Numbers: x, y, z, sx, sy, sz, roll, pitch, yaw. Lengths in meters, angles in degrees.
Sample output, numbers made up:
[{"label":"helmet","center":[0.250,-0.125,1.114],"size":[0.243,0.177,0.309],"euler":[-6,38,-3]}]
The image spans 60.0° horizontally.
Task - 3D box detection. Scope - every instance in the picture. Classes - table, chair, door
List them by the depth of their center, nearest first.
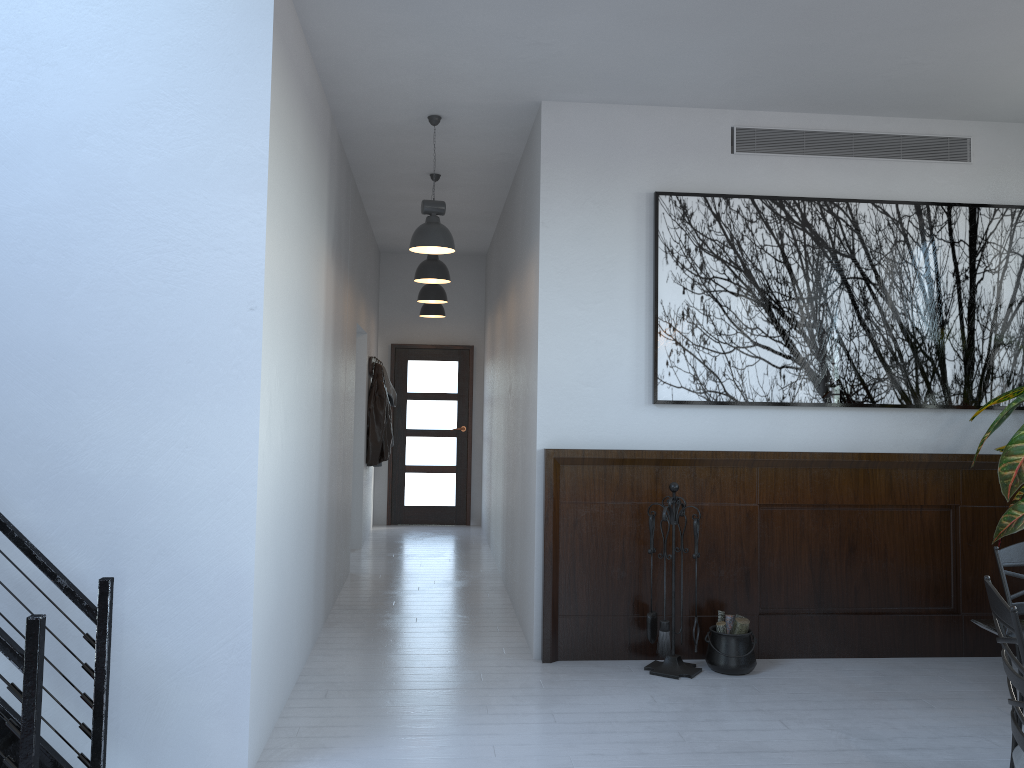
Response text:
[{"label":"table","center":[2.174,1.218,2.328],"size":[0.891,0.698,1.992],"euler":[1,-2,0]},{"label":"chair","center":[1.699,1.094,2.637],"size":[0.503,0.967,0.495],"euler":[0,-3,19]},{"label":"chair","center":[2.202,1.119,3.385],"size":[0.496,0.966,0.502],"euler":[1,-3,2]},{"label":"door","center":[-0.992,0.621,10.810],"size":[1.010,2.211,0.110],"euler":[1,-4,-5]}]

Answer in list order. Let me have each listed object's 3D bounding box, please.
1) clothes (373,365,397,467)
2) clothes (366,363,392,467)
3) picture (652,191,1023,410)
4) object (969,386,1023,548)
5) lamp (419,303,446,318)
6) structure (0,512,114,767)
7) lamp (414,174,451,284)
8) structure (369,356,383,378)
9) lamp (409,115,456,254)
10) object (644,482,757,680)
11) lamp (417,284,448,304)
[{"label":"clothes","center":[-1.438,0.347,9.736],"size":[0.343,1.131,0.383],"euler":[1,-3,-9]},{"label":"clothes","center":[-1.415,0.327,9.408],"size":[0.301,1.101,0.337],"euler":[2,-3,-12]},{"label":"picture","center":[2.141,-0.497,5.432],"size":[2.590,1.283,0.037],"euler":[1,-4,-5]},{"label":"object","center":[3.203,0.506,4.423],"size":[1.740,2.248,1.804],"euler":[0,-3,27]},{"label":"lamp","center":[-0.885,-1.188,9.966],"size":[0.296,0.862,0.296],"euler":[2,-4,-20]},{"label":"structure","center":[-3.104,0.297,1.066],"size":[4.615,3.360,4.481],"euler":[1,-2,-5]},{"label":"lamp","center":[-0.629,-1.250,7.100],"size":[0.296,0.862,0.296],"euler":[1,-3,-2]},{"label":"structure","center":[-1.522,-0.162,9.941],"size":[0.085,0.252,1.367],"euler":[1,-1,-5]},{"label":"lamp","center":[-0.501,-1.281,5.669],"size":[0.296,0.862,0.296],"euler":[4,-4,-40]},{"label":"object","center":[1.066,1.086,5.022],"size":[0.636,1.054,0.321],"euler":[1,-3,-9]},{"label":"lamp","center":[-0.757,-1.219,8.534],"size":[0.296,0.862,0.296],"euler":[0,-3,10]}]
